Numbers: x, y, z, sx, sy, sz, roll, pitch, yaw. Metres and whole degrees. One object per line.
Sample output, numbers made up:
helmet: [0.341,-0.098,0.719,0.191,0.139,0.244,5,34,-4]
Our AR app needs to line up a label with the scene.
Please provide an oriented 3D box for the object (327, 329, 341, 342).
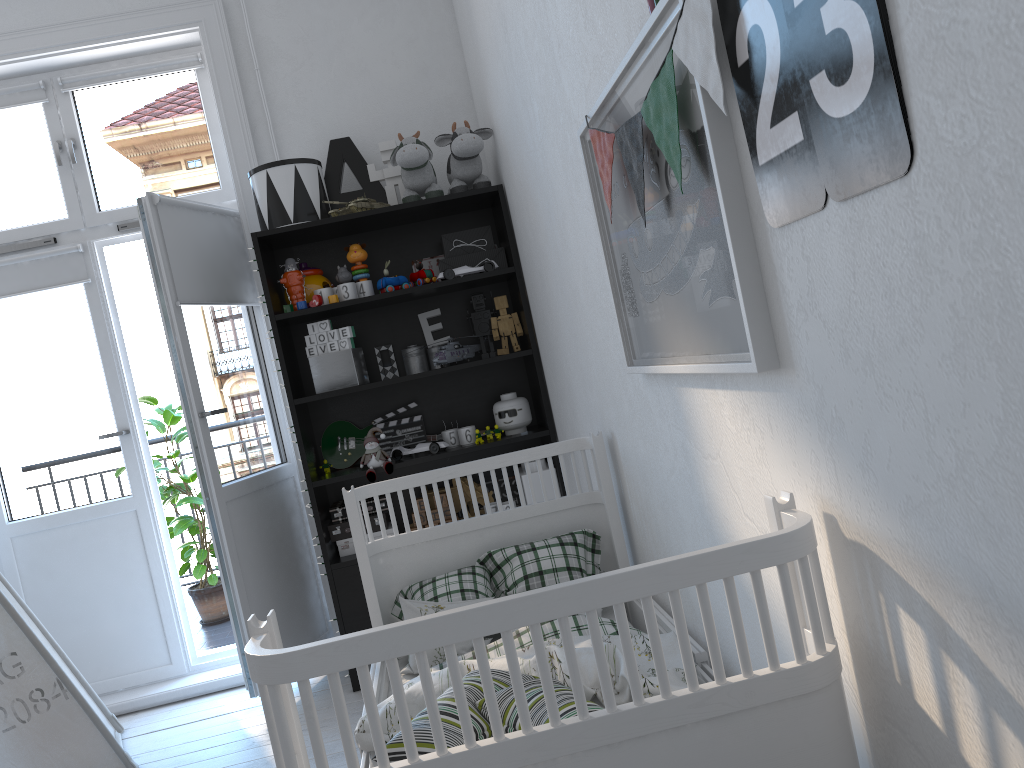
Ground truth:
object: [-0.640,-0.177,3.220,0.040,0.040,0.040,-11,2,25]

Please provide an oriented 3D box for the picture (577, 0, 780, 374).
picture: [0.229,-0.260,1.424,0.030,0.493,0.703,-12,2,-5]

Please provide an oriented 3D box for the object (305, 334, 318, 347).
object: [-0.728,-0.158,3.236,0.040,0.040,0.040,-12,2,5]

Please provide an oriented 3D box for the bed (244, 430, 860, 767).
bed: [0.048,0.600,1.648,0.670,0.833,1.403,-12,2,-5]

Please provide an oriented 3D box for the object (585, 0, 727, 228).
object: [0.200,-0.450,1.253,0.058,0.415,0.904,-12,2,-6]

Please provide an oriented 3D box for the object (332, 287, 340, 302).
object: [-0.638,-0.325,3.291,0.067,0.067,0.067,-13,2,-31]

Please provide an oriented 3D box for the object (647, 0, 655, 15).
object: [0.194,-0.530,1.201,0.025,0.064,0.025,-12,2,-10]

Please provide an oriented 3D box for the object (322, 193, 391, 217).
object: [-0.584,-0.659,3.272,0.121,0.100,0.338,-11,2,30]

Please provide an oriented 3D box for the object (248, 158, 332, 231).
object: [-0.799,-0.697,3.359,0.272,0.259,0.394,-11,2,23]

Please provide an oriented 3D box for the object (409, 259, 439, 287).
object: [-0.342,-0.419,3.340,0.087,0.112,0.122,-13,2,-35]

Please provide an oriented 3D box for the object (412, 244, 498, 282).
object: [-0.215,-0.458,3.509,0.347,0.132,0.037,-12,2,-5]

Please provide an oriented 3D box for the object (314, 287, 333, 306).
object: [-0.685,-0.313,3.242,0.067,0.067,0.067,-12,2,-4]

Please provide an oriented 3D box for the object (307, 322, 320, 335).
object: [-0.720,-0.201,3.231,0.040,0.040,0.040,-12,2,0]

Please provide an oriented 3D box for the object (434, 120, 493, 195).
object: [-0.200,-0.816,3.298,0.211,0.253,0.387,-13,2,-22]

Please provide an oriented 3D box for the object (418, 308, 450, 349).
object: [-0.305,-0.218,3.494,0.107,0.151,0.055,-12,2,-5]

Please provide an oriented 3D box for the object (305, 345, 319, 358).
object: [-0.725,-0.118,3.238,0.040,0.040,0.040,-12,2,10]

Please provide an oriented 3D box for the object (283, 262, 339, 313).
object: [-0.758,-0.365,3.306,0.197,0.197,0.318,-12,2,-9]

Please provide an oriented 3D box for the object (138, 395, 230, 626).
object: [-1.721,0.649,4.648,0.720,1.225,0.489,-12,2,5]

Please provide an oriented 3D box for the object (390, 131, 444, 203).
object: [-0.348,-0.783,3.280,0.154,0.253,0.370,-12,2,3]

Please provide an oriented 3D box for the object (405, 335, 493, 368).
object: [-0.218,-0.123,3.345,0.367,0.106,0.349,-12,2,-4]

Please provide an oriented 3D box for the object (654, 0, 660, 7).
object: [0.196,-0.529,1.173,0.025,0.064,0.025,-12,2,-7]

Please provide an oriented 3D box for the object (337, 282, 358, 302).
object: [-0.599,-0.331,3.236,0.067,0.067,0.067,-12,2,-4]

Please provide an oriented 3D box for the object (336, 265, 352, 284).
object: [-0.636,-0.376,3.394,0.063,0.160,0.063,-13,2,-27]

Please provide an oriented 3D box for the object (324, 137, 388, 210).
object: [-0.629,-0.780,3.449,0.343,0.344,0.057,-12,2,-5]

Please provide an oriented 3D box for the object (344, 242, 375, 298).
object: [-0.560,-0.416,3.277,0.077,0.213,0.077,-11,3,28]

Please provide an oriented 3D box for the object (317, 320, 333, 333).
object: [-0.679,-0.210,3.224,0.040,0.040,0.040,-12,2,5]

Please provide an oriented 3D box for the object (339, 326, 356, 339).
object: [-0.597,-0.186,3.213,0.040,0.040,0.040,-11,2,20]

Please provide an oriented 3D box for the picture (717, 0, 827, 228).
picture: [0.271,-0.322,0.943,0.010,0.302,0.152,-12,2,-6]

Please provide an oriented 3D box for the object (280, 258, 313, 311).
object: [-0.785,-0.362,3.232,0.105,0.203,0.072,-12,2,2]

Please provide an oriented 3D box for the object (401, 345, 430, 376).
object: [-0.377,-0.095,3.447,0.095,0.110,0.095,-12,2,-1]

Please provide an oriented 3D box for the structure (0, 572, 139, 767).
structure: [-1.992,0.538,2.778,1.142,1.750,1.144,-13,2,-29]

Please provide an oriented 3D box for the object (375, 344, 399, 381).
object: [-0.489,-0.084,3.470,0.070,0.135,0.028,-12,2,-6]

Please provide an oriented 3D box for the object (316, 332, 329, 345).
object: [-0.684,-0.168,3.228,0.040,0.040,0.040,-12,2,15]

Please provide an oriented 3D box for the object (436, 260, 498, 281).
object: [-0.166,-0.415,3.268,0.230,0.048,0.098,-13,2,-15]

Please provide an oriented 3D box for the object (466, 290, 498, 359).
object: [-0.108,-0.227,3.405,0.117,0.259,0.081,-12,2,-5]

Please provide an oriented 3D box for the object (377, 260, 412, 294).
object: [-0.444,-0.396,3.289,0.121,0.126,0.087,-13,2,-28]

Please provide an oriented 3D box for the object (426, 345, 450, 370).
object: [-0.271,-0.107,3.373,0.078,0.091,0.246,-12,2,-11]

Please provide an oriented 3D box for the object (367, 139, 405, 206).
object: [-0.451,-0.789,3.435,0.190,0.291,0.065,-12,2,0]

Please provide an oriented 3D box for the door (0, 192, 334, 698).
door: [-1.501,0.301,3.356,1.263,1.839,0.636,-12,2,-3]

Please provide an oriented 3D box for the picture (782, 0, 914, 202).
picture: [0.285,-0.322,0.790,0.013,0.305,0.153,-12,2,-5]

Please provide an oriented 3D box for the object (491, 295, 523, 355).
object: [-0.024,-0.223,3.351,0.114,0.221,0.052,-12,2,-6]
